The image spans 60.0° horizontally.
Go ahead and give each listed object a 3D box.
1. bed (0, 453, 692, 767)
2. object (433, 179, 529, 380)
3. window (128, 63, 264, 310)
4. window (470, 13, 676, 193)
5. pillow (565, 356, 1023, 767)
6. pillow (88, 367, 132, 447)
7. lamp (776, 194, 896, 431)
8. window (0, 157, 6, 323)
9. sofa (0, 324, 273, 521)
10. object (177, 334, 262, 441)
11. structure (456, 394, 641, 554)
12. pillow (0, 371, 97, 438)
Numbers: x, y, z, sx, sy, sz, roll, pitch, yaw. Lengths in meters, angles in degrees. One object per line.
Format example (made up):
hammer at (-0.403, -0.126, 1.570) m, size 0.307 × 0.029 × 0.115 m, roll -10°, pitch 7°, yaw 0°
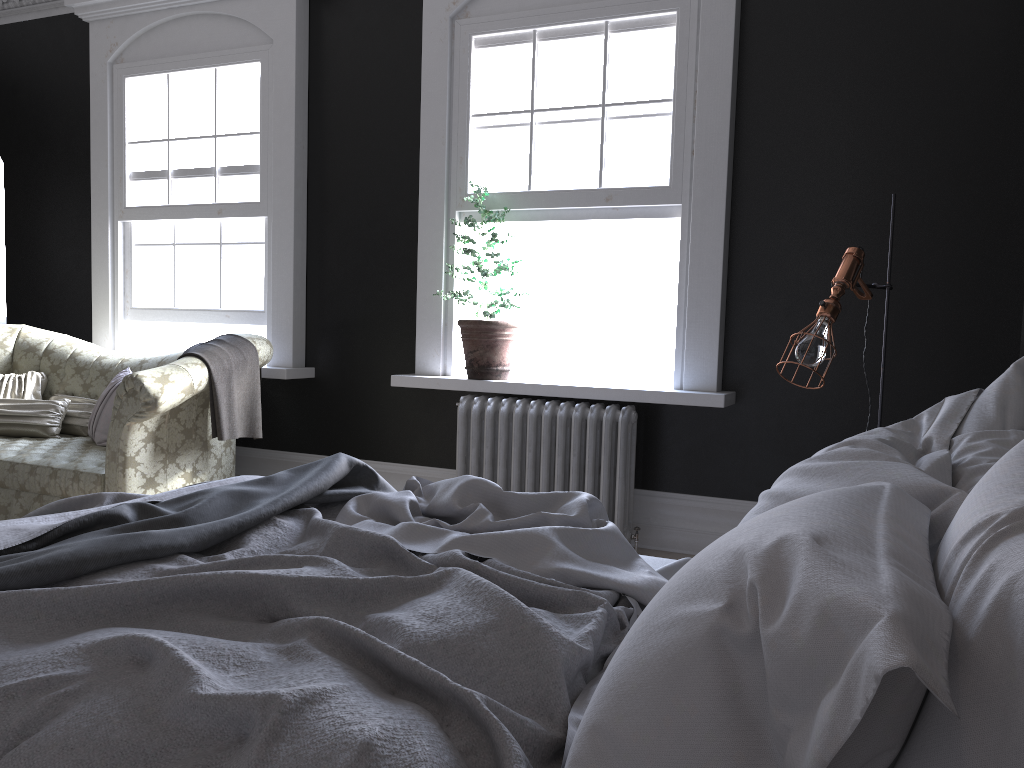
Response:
bed at (-0.363, 0.427, 2.083) m, size 3.283 × 1.300 × 2.762 m, roll 3°, pitch 4°, yaw 13°
object at (-0.159, -0.593, 5.128) m, size 0.505 × 1.135 × 0.473 m, roll 0°, pitch 5°, yaw -25°
window at (-2.209, -1.339, 6.178) m, size 1.262 × 1.674 × 0.056 m, roll 4°, pitch 5°, yaw 24°
window at (0.322, -1.515, 5.007) m, size 1.262 × 1.018 × 0.056 m, roll 4°, pitch 5°, yaw 24°
pillow at (0.629, 0.305, 1.556) m, size 0.680 × 0.761 × 1.828 m, roll 4°, pitch 4°, yaw 24°
pillow at (-2.208, 0.152, 5.272) m, size 0.963 × 0.462 × 0.404 m, roll 4°, pitch 5°, yaw 32°
lamp at (1.676, 0.146, 3.640) m, size 1.718 × 1.782 × 0.436 m, roll 0°, pitch 5°, yaw -27°
window at (-4.288, -1.249, 7.588) m, size 0.740 × 1.459 × 0.112 m, roll 4°, pitch 5°, yaw 24°
sofa at (-2.662, 0.231, 5.538) m, size 2.811 × 1.162 × 1.604 m, roll 4°, pitch 4°, yaw 25°
object at (-1.737, -0.008, 5.209) m, size 0.517 × 0.586 × 1.365 m, roll 0°, pitch 4°, yaw -16°
structure at (0.179, 0.510, 4.980) m, size 1.140 × 0.850 × 0.276 m, roll 4°, pitch 5°, yaw 24°
pillow at (-3.127, 0.120, 5.666) m, size 1.105 × 0.417 × 0.528 m, roll 3°, pitch 4°, yaw 24°
